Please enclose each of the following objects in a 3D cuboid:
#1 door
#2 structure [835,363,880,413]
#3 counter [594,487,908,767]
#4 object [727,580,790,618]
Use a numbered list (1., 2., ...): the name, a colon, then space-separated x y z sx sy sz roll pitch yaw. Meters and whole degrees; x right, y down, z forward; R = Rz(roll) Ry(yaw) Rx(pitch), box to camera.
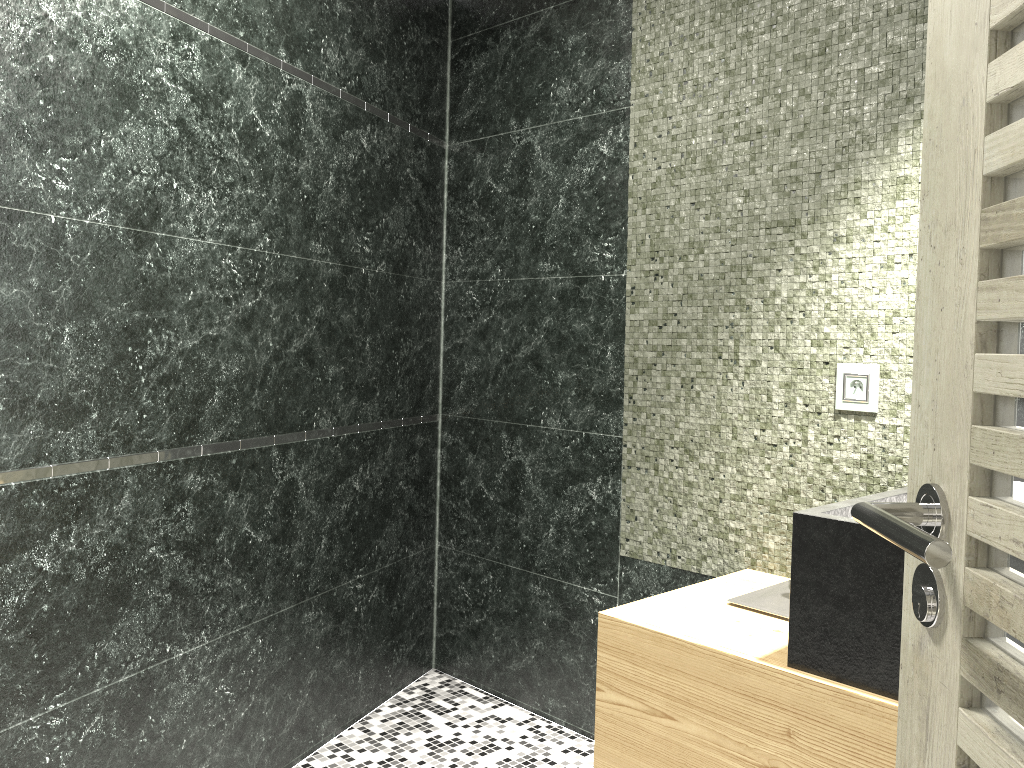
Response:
1. door: 0.174 0.106 0.484 1.409 2.514 1.113 3 2 28
2. structure: 0.936 0.010 2.372 0.018 0.128 0.114 0 3 -45
3. counter: 0.884 0.794 1.954 0.692 1.051 1.228 0 3 -44
4. object: 0.772 0.567 2.253 0.341 0.011 0.293 -1 4 -43
